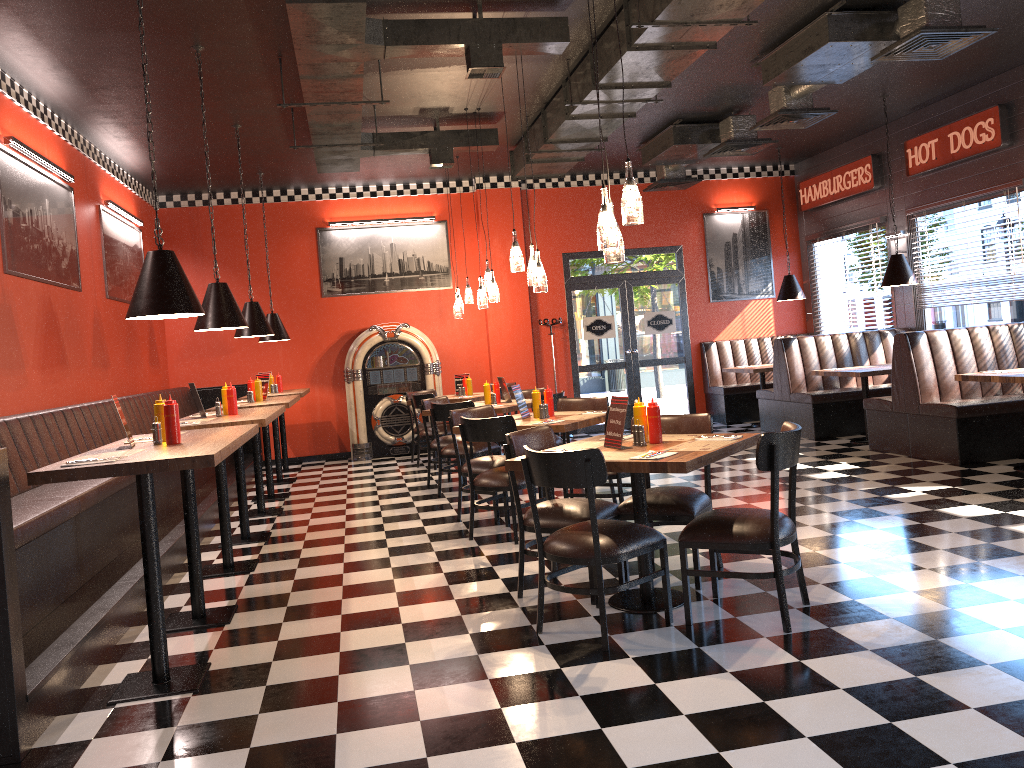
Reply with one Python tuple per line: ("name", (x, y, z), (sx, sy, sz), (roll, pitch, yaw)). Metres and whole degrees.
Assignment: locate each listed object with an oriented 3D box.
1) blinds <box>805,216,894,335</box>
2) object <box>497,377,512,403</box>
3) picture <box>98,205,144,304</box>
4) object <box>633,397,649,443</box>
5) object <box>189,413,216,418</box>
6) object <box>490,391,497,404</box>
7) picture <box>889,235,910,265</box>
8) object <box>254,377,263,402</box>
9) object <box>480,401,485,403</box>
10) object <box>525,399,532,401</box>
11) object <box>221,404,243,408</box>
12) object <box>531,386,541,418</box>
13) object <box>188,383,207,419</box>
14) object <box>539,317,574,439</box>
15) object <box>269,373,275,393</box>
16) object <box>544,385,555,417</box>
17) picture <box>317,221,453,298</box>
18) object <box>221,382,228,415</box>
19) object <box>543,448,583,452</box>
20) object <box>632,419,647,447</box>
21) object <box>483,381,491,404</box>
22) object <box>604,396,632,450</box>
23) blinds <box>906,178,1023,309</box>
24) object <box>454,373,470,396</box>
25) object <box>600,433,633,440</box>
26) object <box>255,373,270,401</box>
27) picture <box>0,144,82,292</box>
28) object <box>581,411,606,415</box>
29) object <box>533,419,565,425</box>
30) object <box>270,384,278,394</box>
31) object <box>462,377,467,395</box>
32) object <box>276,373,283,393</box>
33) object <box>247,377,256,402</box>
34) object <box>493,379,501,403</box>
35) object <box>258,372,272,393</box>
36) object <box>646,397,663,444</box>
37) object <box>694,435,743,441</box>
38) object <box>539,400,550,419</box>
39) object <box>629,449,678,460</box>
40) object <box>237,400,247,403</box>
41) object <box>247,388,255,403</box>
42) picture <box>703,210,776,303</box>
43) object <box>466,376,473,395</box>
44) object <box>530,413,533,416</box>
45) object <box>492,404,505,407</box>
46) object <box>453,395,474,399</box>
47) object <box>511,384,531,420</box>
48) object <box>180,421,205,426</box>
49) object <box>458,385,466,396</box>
("blinds", (4.543, -1.309, 11.995), (0.099, 1.634, 1.869), (-5, 1, -10))
("object", (-0.073, 0.055, 8.751), (0.072, 0.257, 0.188), (-5, 1, -20))
("picture", (-4.252, -1.352, 9.744), (0.023, 0.939, 1.770), (-5, 2, -10))
("object", (0.668, 0.186, 4.600), (0.068, 0.238, 0.068), (-5, 0, 5))
("object", (-2.278, 0.227, 6.624), (0.255, 0.019, 0.157), (-5, 3, -13))
("object", (-0.181, 0.130, 8.666), (0.047, 0.136, 0.093), (-5, 1, -20))
("picture", (4.743, -1.526, 10.832), (0.012, 0.537, 0.351), (-5, 1, -10))
("object", (-2.420, 0.048, 8.456), (0.068, 0.238, 0.068), (-5, 0, -21))
("object", (-0.224, 0.173, 9.096), (0.157, 0.019, 0.255), (-3, 3, 35))
("object", (0.224, 0.150, 8.769), (0.254, 0.019, 0.158), (-3, 3, 38))
("object", (-2.477, 0.193, 7.783), (0.255, 0.019, 0.157), (-5, 3, -13))
("object", (0.186, 0.135, 6.669), (0.068, 0.238, 0.068), (-5, 0, -5))
("object", (-2.257, 0.117, 6.357), (0.072, 0.257, 0.188), (-5, 1, -31))
("object", (0.595, -0.081, 12.250), (0.374, 1.658, 0.375), (-5, 0, 12))
("object", (-2.887, -0.009, 10.629), (0.068, 0.238, 0.068), (-5, 0, -17))
("object", (0.278, 0.127, 6.684), (0.068, 0.238, 0.068), (-5, 0, -5))
("picture", (-1.725, -1.708, 12.086), (1.771, 0.940, 0.023), (-5, 0, -10))
("object", (-2.083, 0.107, 6.472), (0.068, 0.238, 0.068), (-5, 0, -1))
("object", (0.256, 0.338, 4.459), (0.254, 0.019, 0.158), (-3, 3, 29))
("object", (0.642, 0.246, 4.487), (0.047, 0.136, 0.093), (-5, 1, -20))
("object", (-0.245, 0.080, 8.745), (0.068, 0.238, 0.068), (-5, 0, -5))
("object", (0.528, 0.194, 4.483), (0.072, 0.257, 0.188), (-5, 1, -20))
("blinds", (4.950, -1.455, 9.639), (0.100, 1.205, 1.869), (-5, 2, -10))
("object", (-0.603, 0.008, 10.839), (0.188, 0.257, 0.072), (-5, 0, 0))
("object", (0.587, 0.291, 4.894), (0.157, 0.019, 0.255), (-3, 3, 36))
("object", (-2.424, 0.033, 8.570), (0.188, 0.257, 0.072), (-4, 0, 31))
("picture", (-3.784, -1.276, 7.145), (0.023, 0.939, 1.770), (-5, 2, -10))
("object", (0.620, 0.212, 6.623), (0.254, 0.019, 0.158), (-3, 3, 34))
("object", (0.268, 0.260, 6.191), (0.157, 0.019, 0.255), (-3, 3, 37))
("object", (-2.824, 0.042, 10.522), (0.094, 0.136, 0.046), (-5, 0, -30))
("object", (-0.563, 0.018, 10.742), (0.068, 0.238, 0.068), (-5, 0, -13))
("object", (-2.794, -0.017, 10.636), (0.068, 0.238, 0.068), (-5, 0, -17))
("object", (-2.500, 0.052, 8.504), (0.068, 0.238, 0.068), (-5, 0, -15))
("object", (-0.153, 0.071, 8.760), (0.068, 0.238, 0.068), (-5, 0, -5))
("object", (-2.958, -0.016, 10.702), (0.072, 0.257, 0.188), (-5, 1, 40))
("object", (0.726, 0.185, 4.528), (0.068, 0.238, 0.068), (-5, 0, 33))
("object", (1.031, 0.271, 4.509), (0.254, 0.019, 0.158), (-3, 3, 39))
("object", (0.236, 0.187, 6.577), (0.046, 0.136, 0.094), (-5, 1, 40))
("object", (0.659, 0.321, 4.073), (0.157, 0.019, 0.255), (-3, 3, 38))
("object", (-2.642, 0.166, 8.688), (0.255, 0.019, 0.157), (-5, 3, -13))
("object", (-2.477, 0.108, 8.386), (0.093, 0.136, 0.047), (-4, 1, 45))
("picture", (3.336, -1.880, 13.002), (1.024, 1.301, 0.016), (-5, 0, -10))
("object", (-0.511, 0.017, 10.664), (0.068, 0.238, 0.068), (-5, 0, -13))
("object", (0.197, 0.232, 6.967), (0.157, 0.019, 0.255), (-3, 3, 28))
("object", (-0.177, 0.204, 8.309), (0.157, 0.019, 0.255), (-3, 3, 37))
("object", (-0.550, 0.148, 10.278), (0.157, 0.019, 0.255), (-3, 3, 38))
("object", (0.067, 0.134, 6.716), (0.072, 0.257, 0.188), (-5, 1, 20))
("object", (-2.084, 0.253, 5.677), (0.255, 0.019, 0.157), (-5, 3, -13))
("object", (-0.602, 0.077, 10.661), (0.094, 0.136, 0.046), (-5, 0, -10))
